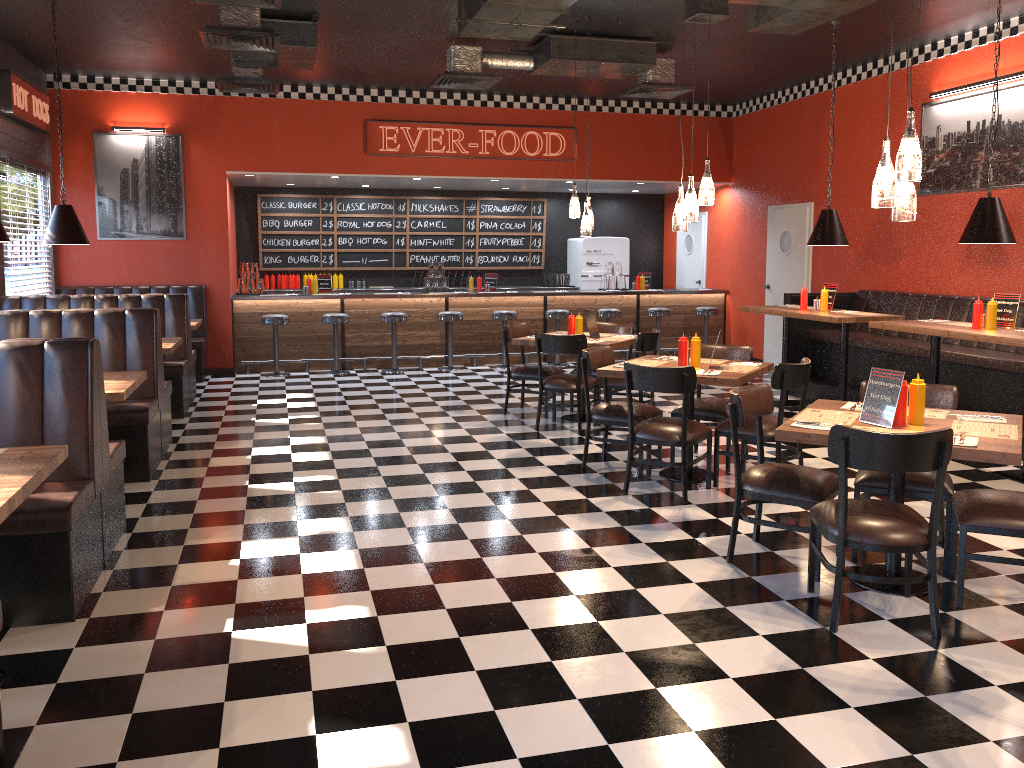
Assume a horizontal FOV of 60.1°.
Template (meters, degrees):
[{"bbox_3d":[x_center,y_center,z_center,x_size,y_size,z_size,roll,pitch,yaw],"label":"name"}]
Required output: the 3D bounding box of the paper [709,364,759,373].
[{"bbox_3d":[1.520,-0.106,6.050,0.261,0.001,0.367,5,10,31],"label":"paper"}]

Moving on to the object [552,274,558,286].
[{"bbox_3d":[0.687,-1.659,14.226,0.105,0.208,0.106,4,8,30],"label":"object"}]

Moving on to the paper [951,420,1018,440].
[{"bbox_3d":[2.117,0.204,3.972,0.261,0.001,0.367,5,10,29],"label":"paper"}]

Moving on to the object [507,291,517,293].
[{"bbox_3d":[0.002,-1.295,12.427,0.157,0.019,0.256,0,8,1],"label":"object"}]

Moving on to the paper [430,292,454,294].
[{"bbox_3d":[-0.952,-1.251,12.193,0.365,0.001,0.262,-2,9,-14],"label":"paper"}]

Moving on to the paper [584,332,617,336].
[{"bbox_3d":[0.802,-0.478,8.540,0.366,0.001,0.262,5,10,32],"label":"paper"}]

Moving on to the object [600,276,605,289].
[{"bbox_3d":[1.369,-1.506,13.193,0.105,0.208,0.106,4,8,30],"label":"object"}]

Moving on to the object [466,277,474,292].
[{"bbox_3d":[-0.586,-1.388,12.412,0.105,0.208,0.106,4,8,30],"label":"object"}]

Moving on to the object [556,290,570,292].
[{"bbox_3d":[0.719,-1.329,12.656,0.157,0.019,0.256,-2,9,-14],"label":"object"}]

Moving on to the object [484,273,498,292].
[{"bbox_3d":[-0.302,-1.444,12.622,0.188,0.256,0.072,3,7,20],"label":"object"}]

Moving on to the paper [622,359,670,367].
[{"bbox_3d":[0.955,-0.151,6.352,0.261,0.001,0.367,4,10,28],"label":"paper"}]

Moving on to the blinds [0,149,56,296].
[{"bbox_3d":[-5.188,-1.596,9.552,0.099,1.627,1.878,-2,8,-15],"label":"blinds"}]

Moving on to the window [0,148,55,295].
[{"bbox_3d":[-5.261,-1.573,9.532,0.127,1.705,2.037,-2,8,-15],"label":"window"}]

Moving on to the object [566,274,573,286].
[{"bbox_3d":[0.928,-1.668,14.286,0.105,0.208,0.106,4,8,30],"label":"object"}]

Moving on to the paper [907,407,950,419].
[{"bbox_3d":[1.973,0.137,4.425,0.366,0.001,0.262,5,10,31],"label":"paper"}]

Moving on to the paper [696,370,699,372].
[{"bbox_3d":[1.066,-0.084,5.902,0.366,0.001,0.262,5,10,28],"label":"paper"}]

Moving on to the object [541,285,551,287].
[{"bbox_3d":[0.702,-1.624,14.630,0.437,0.018,0.274,-2,9,-15],"label":"object"}]

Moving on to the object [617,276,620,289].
[{"bbox_3d":[1.598,-1.514,13.242,0.105,0.208,0.106,4,8,30],"label":"object"}]

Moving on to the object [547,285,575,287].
[{"bbox_3d":[0.788,-1.581,14.341,0.437,0.018,0.274,-2,9,-15],"label":"object"}]

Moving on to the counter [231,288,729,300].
[{"bbox_3d":[-0.277,-1.276,12.531,7.042,0.050,0.679,-2,9,-15],"label":"counter"}]

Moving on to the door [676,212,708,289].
[{"bbox_3d":[2.860,-1.656,14.299,0.161,2.169,1.031,-2,7,-15],"label":"door"}]

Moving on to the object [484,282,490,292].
[{"bbox_3d":[-0.346,-1.368,12.532,0.094,0.135,0.047,5,8,35],"label":"object"}]

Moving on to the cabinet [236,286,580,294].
[{"bbox_3d":[-1.551,-1.009,13.942,5.286,0.994,0.678,-2,7,-15],"label":"cabinet"}]

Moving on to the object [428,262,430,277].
[{"bbox_3d":[-1.138,-1.610,12.484,0.105,0.208,0.106,4,8,30],"label":"object"}]

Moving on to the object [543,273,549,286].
[{"bbox_3d":[0.569,-1.719,14.627,0.105,0.208,0.106,4,8,30],"label":"object"}]

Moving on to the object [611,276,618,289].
[{"bbox_3d":[1.519,-1.494,13.108,0.105,0.208,0.106,4,8,30],"label":"object"}]

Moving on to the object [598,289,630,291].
[{"bbox_3d":[1.518,-1.407,13.180,0.437,0.018,0.274,-2,9,-15],"label":"object"}]

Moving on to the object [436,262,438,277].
[{"bbox_3d":[-1.028,-1.616,12.523,0.105,0.208,0.106,4,8,30],"label":"object"}]

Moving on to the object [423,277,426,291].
[{"bbox_3d":[-1.201,-1.404,12.510,0.105,0.208,0.106,4,8,30],"label":"object"}]

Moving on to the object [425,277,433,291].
[{"bbox_3d":[-1.160,-1.389,12.407,0.105,0.208,0.106,4,8,30],"label":"object"}]

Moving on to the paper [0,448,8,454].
[{"bbox_3d":[-2.189,0.287,3.421,0.365,0.001,0.262,-2,9,-13],"label":"paper"}]

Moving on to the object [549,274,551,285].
[{"bbox_3d":[0.658,-1.706,14.542,0.105,0.208,0.106,4,8,30],"label":"object"}]

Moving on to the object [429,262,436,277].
[{"bbox_3d":[-1.110,-1.598,12.398,0.105,0.208,0.106,4,8,30],"label":"object"}]

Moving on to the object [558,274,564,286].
[{"bbox_3d":[0.791,-1.671,14.304,0.105,0.208,0.106,4,8,30],"label":"object"}]

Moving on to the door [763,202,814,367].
[{"bbox_3d":[3.585,-1.252,11.599,0.161,2.169,1.031,-2,7,-15],"label":"door"}]

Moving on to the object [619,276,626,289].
[{"bbox_3d":[1.639,-1.497,13.132,0.105,0.208,0.106,4,8,30],"label":"object"}]

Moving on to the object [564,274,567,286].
[{"bbox_3d":[0.891,-1.684,14.395,0.105,0.208,0.106,4,8,30],"label":"object"}]

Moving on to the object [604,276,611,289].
[{"bbox_3d":[1.410,-1.491,13.090,0.105,0.208,0.106,4,8,30],"label":"object"}]

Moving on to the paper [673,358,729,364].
[{"bbox_3d":[1.381,-0.172,6.490,0.366,0.001,0.262,5,10,28],"label":"paper"}]

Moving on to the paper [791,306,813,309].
[{"bbox_3d":[2.990,-0.778,9.027,0.261,0.001,0.367,-2,9,-12],"label":"paper"}]

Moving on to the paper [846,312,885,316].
[{"bbox_3d":[3.231,-0.640,8.102,0.261,0.001,0.367,-2,9,-12],"label":"paper"}]

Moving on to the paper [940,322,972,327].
[{"bbox_3d":[3.557,-0.467,6.943,0.261,0.001,0.367,-2,9,-12],"label":"paper"}]

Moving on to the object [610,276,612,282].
[{"bbox_3d":[1.483,-1.509,13.211,0.105,0.208,0.106,4,8,30],"label":"object"}]

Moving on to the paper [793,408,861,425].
[{"bbox_3d":[1.529,0.157,4.291,0.261,0.001,0.367,5,10,29],"label":"paper"}]

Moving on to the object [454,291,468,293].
[{"bbox_3d":[-0.704,-1.271,12.266,0.157,0.019,0.256,-3,9,-19],"label":"object"}]

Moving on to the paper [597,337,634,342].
[{"bbox_3d":[0.938,-0.410,8.085,0.261,0.001,0.367,5,10,30],"label":"paper"}]

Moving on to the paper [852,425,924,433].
[{"bbox_3d":[1.664,0.220,3.866,0.366,0.001,0.262,5,10,28],"label":"paper"}]

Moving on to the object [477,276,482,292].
[{"bbox_3d":[-0.464,-1.426,12.567,0.068,0.237,0.068,0,6,-2],"label":"object"}]

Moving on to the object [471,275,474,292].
[{"bbox_3d":[-0.574,-1.427,12.572,0.068,0.237,0.068,0,6,-2],"label":"object"}]

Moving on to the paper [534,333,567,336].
[{"bbox_3d":[0.356,-0.459,8.414,0.261,0.001,0.367,5,10,30],"label":"paper"}]

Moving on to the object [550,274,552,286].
[{"bbox_3d":[0.671,-1.675,14.333,0.105,0.208,0.106,4,8,30],"label":"object"}]

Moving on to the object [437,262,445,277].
[{"bbox_3d":[-0.994,-1.600,12.417,0.105,0.208,0.106,4,8,30],"label":"object"}]
